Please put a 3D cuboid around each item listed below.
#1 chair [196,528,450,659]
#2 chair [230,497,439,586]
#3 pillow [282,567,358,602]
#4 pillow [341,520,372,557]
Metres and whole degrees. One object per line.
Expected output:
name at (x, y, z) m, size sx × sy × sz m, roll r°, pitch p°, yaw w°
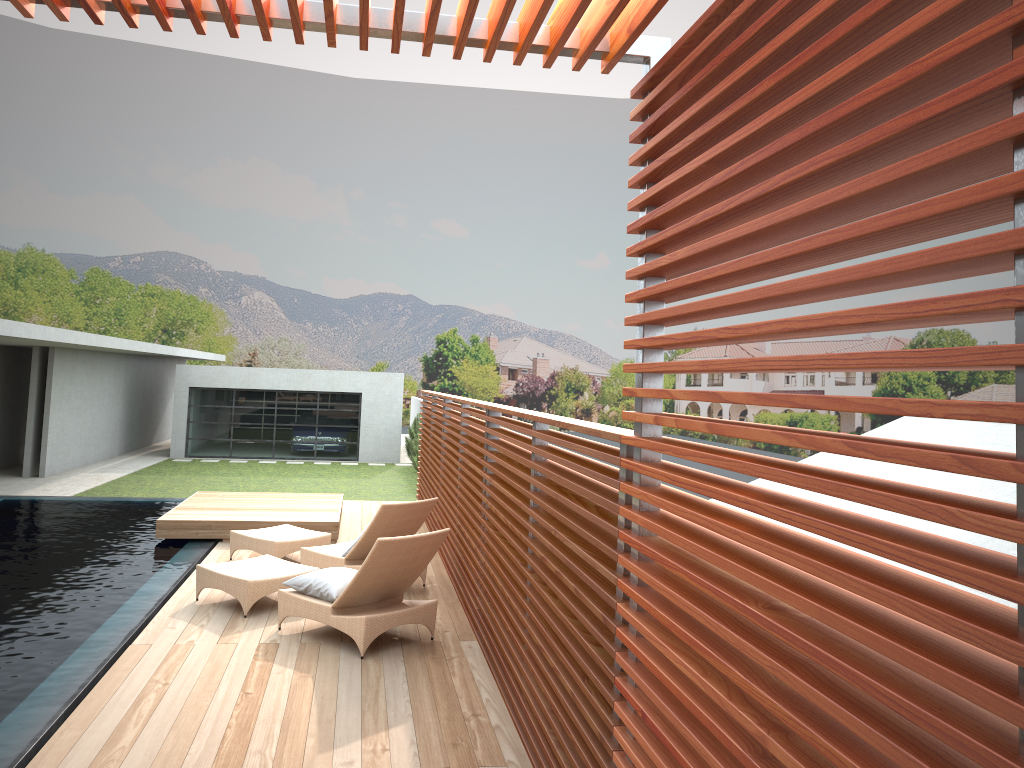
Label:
chair at (-1.553, 1.438, 6.957) m, size 2.293 × 0.832 × 0.697 m, roll 2°, pitch -2°, yaw 40°
chair at (-1.786, 1.426, 8.617) m, size 2.293 × 0.832 × 0.697 m, roll 2°, pitch -2°, yaw 39°
pillow at (-1.321, 1.504, 6.708) m, size 0.593 × 0.195 × 0.593 m, roll 2°, pitch 0°, yaw 37°
pillow at (-1.188, 1.379, 8.142) m, size 0.426 × 0.430 × 0.606 m, roll 0°, pitch -2°, yaw 38°
